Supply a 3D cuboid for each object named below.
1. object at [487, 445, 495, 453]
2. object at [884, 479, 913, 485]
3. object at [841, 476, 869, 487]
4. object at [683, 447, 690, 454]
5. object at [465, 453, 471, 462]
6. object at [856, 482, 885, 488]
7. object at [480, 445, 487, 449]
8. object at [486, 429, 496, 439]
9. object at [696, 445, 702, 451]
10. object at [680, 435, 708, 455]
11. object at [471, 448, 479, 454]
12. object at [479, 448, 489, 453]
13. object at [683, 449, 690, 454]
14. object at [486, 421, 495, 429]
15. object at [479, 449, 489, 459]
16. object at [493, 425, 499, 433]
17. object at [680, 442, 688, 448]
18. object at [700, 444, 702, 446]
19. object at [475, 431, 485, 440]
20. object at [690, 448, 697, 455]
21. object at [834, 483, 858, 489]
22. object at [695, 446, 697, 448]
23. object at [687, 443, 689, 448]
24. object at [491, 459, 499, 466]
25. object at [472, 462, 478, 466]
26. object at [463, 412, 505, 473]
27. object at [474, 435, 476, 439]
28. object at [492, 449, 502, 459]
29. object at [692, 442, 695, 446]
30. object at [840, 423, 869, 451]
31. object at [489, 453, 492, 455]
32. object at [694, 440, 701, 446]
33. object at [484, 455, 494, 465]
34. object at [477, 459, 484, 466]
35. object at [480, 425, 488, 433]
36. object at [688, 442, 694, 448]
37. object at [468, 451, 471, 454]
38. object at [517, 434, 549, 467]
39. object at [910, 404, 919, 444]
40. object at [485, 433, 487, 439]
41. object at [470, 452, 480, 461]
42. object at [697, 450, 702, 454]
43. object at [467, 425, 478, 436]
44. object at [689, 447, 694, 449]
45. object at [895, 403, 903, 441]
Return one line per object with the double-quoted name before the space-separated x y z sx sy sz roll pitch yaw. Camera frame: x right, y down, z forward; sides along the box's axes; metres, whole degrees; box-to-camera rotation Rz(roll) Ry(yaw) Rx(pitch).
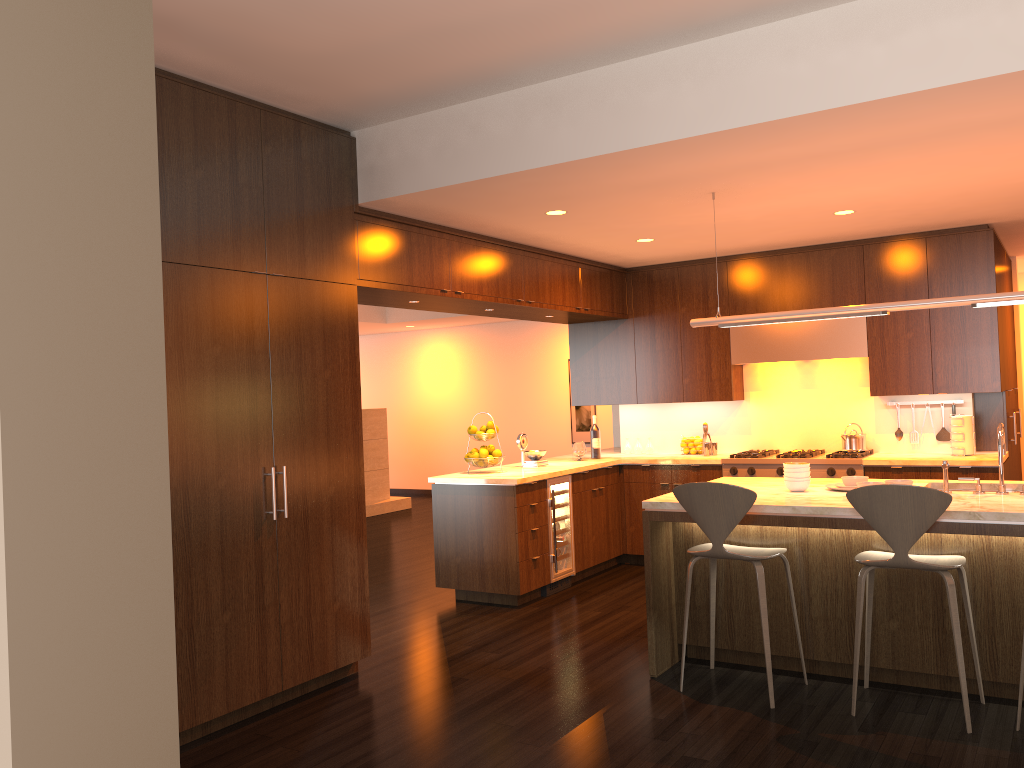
"object" -0.159 0.490 6.708 0.062 0.063 0.060 -3 -1 40
"object" 1.983 0.525 4.544 0.138 0.059 0.139 -2 -1 -32
"object" 1.836 0.528 4.745 0.138 0.059 0.139 -2 -1 -32
"object" 1.520 0.581 7.729 0.060 0.057 0.052 -2 -1 -23
"object" -0.326 0.561 6.735 0.068 0.069 0.065 -3 -1 9
"object" 1.820 0.531 4.495 0.138 0.059 0.139 -2 -1 -32
"object" -0.213 0.494 6.766 0.063 0.059 0.061 -2 -1 -24
"object" -0.161 0.379 6.736 0.078 0.077 0.077 -2 -1 -41
"object" 1.620 0.555 7.674 0.052 0.054 0.061 -3 -1 42
"object" 1.590 0.528 7.764 0.207 0.175 0.189 -3 -1 30
"object" -0.280 0.521 6.737 0.067 0.071 0.069 -2 -1 -22
"object" -0.213 0.517 6.701 0.077 0.075 0.077 -2 -1 6
"object" 1.531 0.588 7.786 0.061 0.053 0.053 -3 -1 18
"object" -0.163 0.316 6.752 0.068 0.072 0.071 -2 -1 -11
"object" -0.210 0.525 6.632 0.068 0.077 0.079 -2 -1 8
"object" -0.135 0.351 6.796 0.071 0.074 0.070 -2 -1 -36
"object" 1.501 0.535 7.740 0.063 0.051 0.053 -3 -1 34
"object" 1.652 0.547 7.736 0.051 0.055 0.061 -3 -1 45
"object" -0.241 0.391 6.729 0.078 0.072 0.077 -2 -1 -2
"object" 1.578 0.584 7.709 0.064 0.063 0.074 -2 -1 -4
"object" 1.837 0.549 4.745 0.216 0.025 0.217 -2 -1 -41
"object" 1.621 0.545 7.743 0.051 0.053 0.062 -2 -1 -17
"object" 1.549 0.532 7.771 0.064 0.053 0.051 -2 -1 -22
"object" -0.141 0.583 6.746 0.078 0.075 0.078 -3 -1 10
"object" -0.276 0.598 6.757 0.056 0.053 0.057 -2 -1 -7
"object" -0.214 0.446 6.765 0.324 0.461 0.324 -2 -1 -9
"object" -0.262 0.392 6.798 0.070 0.068 0.062 -2 -1 -8
"object" -0.111 0.529 6.693 0.077 0.074 0.078 -2 -1 -42
"object" 1.603 0.516 7.797 0.055 0.051 0.061 -2 -1 -30
"object" 2.712 0.418 7.038 0.221 0.218 0.221 -3 -1 17
"object" -0.159 0.528 6.785 0.070 0.072 0.071 -2 -1 -4
"object" 1.608 0.510 7.699 0.061 0.052 0.053 -2 -1 -12
"object" -0.173 0.571 6.672 0.078 0.076 0.078 -3 -1 20
"object" -0.234 0.591 6.709 0.063 0.069 0.070 -2 -1 -5
"object" -0.217 0.347 6.780 0.061 0.063 0.062 -2 -1 -33
"object" 1.558 0.534 7.715 0.052 0.053 0.062 -3 -1 37
"object" -0.316 0.547 6.848 0.057 0.058 0.054 -2 -1 -37
"object" 0.170 0.533 7.175 0.231 0.266 0.191 -3 -1 35
"object" 3.126 0.310 6.902 0.066 0.314 0.004 -3 -1 32
"object" -0.188 0.389 6.808 0.071 0.072 0.071 -2 -1 -26
"object" -0.280 0.550 6.668 0.077 0.077 0.077 -3 -1 44
"object" 1.636 0.583 7.711 0.051 0.053 0.063 -2 -1 -17
"object" -0.301 0.354 6.754 0.077 0.079 0.075 -3 -1 42
"object" 1.579 0.579 7.752 0.057 0.060 0.052 -2 -1 -19
"object" 3.033 0.299 6.957 0.061 0.296 0.020 -3 -1 31
